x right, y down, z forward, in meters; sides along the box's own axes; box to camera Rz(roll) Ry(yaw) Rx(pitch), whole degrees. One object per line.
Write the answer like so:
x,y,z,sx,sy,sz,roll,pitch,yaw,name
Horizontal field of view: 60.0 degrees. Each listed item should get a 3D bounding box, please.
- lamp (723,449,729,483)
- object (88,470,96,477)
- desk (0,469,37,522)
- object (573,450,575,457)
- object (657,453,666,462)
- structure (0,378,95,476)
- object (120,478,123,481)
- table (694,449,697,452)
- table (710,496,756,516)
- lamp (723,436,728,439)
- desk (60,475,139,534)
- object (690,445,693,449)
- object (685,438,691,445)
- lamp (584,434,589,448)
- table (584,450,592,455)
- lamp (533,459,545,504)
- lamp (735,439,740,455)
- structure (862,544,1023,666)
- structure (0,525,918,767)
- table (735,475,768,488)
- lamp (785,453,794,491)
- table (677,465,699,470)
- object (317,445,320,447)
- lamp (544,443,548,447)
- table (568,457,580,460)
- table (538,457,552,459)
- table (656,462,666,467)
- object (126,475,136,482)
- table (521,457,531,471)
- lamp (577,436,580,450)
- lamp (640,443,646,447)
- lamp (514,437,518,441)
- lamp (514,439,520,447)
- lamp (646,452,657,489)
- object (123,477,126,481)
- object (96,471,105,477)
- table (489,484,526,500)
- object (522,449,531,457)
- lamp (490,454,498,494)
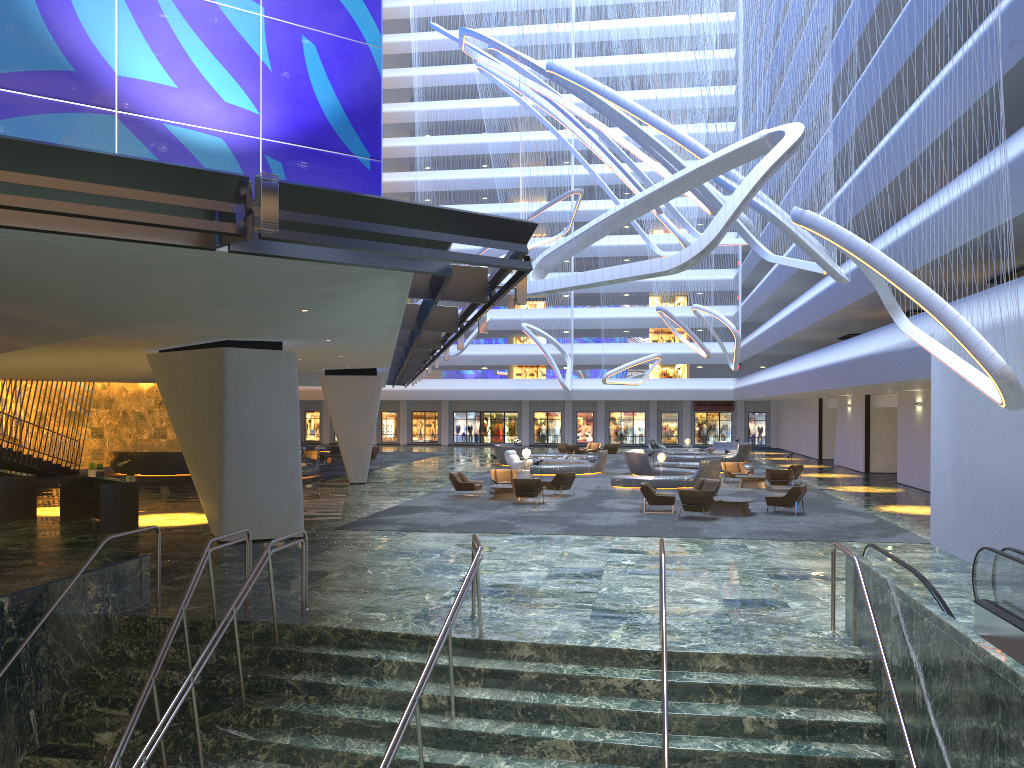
8.034,3.075,33.267,0.202,1.300,0.384,0,0,25,lamp
-10.206,2.173,21.563,0.150,0.145,0.150,-1,-1,42,object
-13.061,2.819,22.653,0.813,1.097,2.977,1,-1,-45,desk
3.090,3.451,44.143,0.066,0.356,0.076,0,0,-24,object
6.128,3.004,36.292,0.367,0.387,0.318,0,-1,16,object
-23.418,0.914,35.965,11.981,6.247,16.494,0,-1,9,structure
-8.902,2.175,20.258,0.072,0.070,0.073,-1,-1,43,object
10.129,3.880,49.047,0.418,0.595,0.428,0,0,5,table
5.771,3.227,23.374,1.203,0.392,1.203,-1,-2,27,table
11.940,3.562,49.493,0.384,1.300,0.202,0,0,8,lamp
-9.688,2.770,20.729,0.813,1.097,2.977,1,-1,-43,desk
10.627,3.763,52.468,0.131,0.252,0.103,0,0,-8,object
10.919,3.577,55.075,0.367,0.387,0.318,0,-1,-9,object
4.468,3.656,53.292,0.384,1.300,0.202,0,0,-29,lamp
3.911,4.054,51.581,1.203,0.392,1.203,-1,-2,44,table
0.788,2.835,25.708,0.384,1.300,0.202,0,0,26,lamp
11.598,3.442,45.449,0.202,1.300,0.384,0,0,-32,lamp
4.434,5.813,1.400,3.016,8.239,19.835,0,-1,9,structure
-1.991,5.847,1.952,9.304,8.399,19.739,0,-1,9,structure
8.565,3.475,31.548,1.203,0.392,1.203,0,-2,8,table
9.426,2.983,30.052,0.384,1.300,0.202,0,0,26,lamp
7.504,3.636,37.104,1.203,0.392,1.203,0,-2,9,table
-11.949,3.847,54.758,0.071,0.118,0.151,0,-1,44,object
1.518,3.230,39.071,0.202,1.300,0.384,0,0,-16,lamp
3.158,3.828,44.024,0.673,0.406,0.671,1,-1,-29,table
1.642,3.823,43.979,0.673,0.406,0.671,0,-1,28,table
6.082,3.494,36.272,0.418,0.595,0.428,0,0,8,table
-8.580,2.128,19.949,0.149,0.150,0.149,-1,-1,43,object
0.619,3.580,39.608,0.418,0.595,0.427,0,0,-17,table
3.755,3.553,49.862,0.202,1.300,0.384,0,0,-29,lamp
5.797,3.239,39.037,0.384,1.300,0.202,0,0,26,lamp
0.180,3.454,46.791,0.202,1.300,0.384,0,0,-37,lamp
0.250,3.384,44.378,0.384,1.300,0.202,0,0,2,lamp
4.863,2.996,30.840,0.384,1.300,0.202,0,0,26,lamp
-8.758,2.152,20.119,0.107,0.108,0.111,-1,-1,43,object
-9.898,2.166,21.296,0.150,0.145,0.150,-1,-1,42,object
-0.073,3.326,27.205,1.203,0.392,1.203,0,-2,9,table
0.652,3.090,39.645,0.367,0.387,0.318,0,-1,-9,object
-0.604,2.926,28.924,0.202,1.300,0.384,0,0,25,lamp
